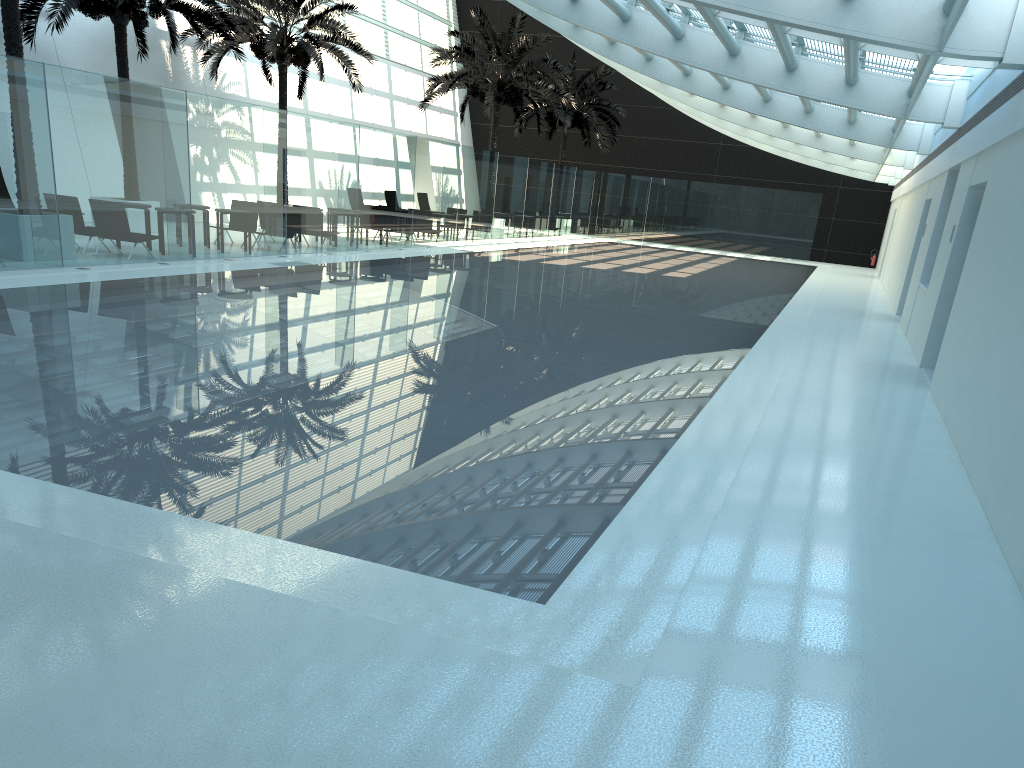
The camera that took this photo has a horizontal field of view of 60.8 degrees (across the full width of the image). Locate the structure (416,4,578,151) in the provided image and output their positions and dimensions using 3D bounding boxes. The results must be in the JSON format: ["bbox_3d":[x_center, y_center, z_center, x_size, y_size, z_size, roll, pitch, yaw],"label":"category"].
[{"bbox_3d":[-0.538,-8.557,29.090,4.795,7.391,4.229,10,19,11],"label":"structure"}]

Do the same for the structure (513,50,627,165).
[{"bbox_3d":[2.316,-9.895,36.302,4.462,7.390,4.545,5,19,-3],"label":"structure"}]

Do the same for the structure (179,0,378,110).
[{"bbox_3d":[-6.261,-7.816,23.494,4.582,7.258,4.104,-8,23,-35],"label":"structure"}]

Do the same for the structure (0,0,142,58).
[{"bbox_3d":[-7.185,-5.402,12.120,4.685,7.390,4.332,19,23,35],"label":"structure"}]

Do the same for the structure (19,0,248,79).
[{"bbox_3d":[-8.157,-6.764,18.128,4.647,7.195,4.043,5,19,-3],"label":"structure"}]
